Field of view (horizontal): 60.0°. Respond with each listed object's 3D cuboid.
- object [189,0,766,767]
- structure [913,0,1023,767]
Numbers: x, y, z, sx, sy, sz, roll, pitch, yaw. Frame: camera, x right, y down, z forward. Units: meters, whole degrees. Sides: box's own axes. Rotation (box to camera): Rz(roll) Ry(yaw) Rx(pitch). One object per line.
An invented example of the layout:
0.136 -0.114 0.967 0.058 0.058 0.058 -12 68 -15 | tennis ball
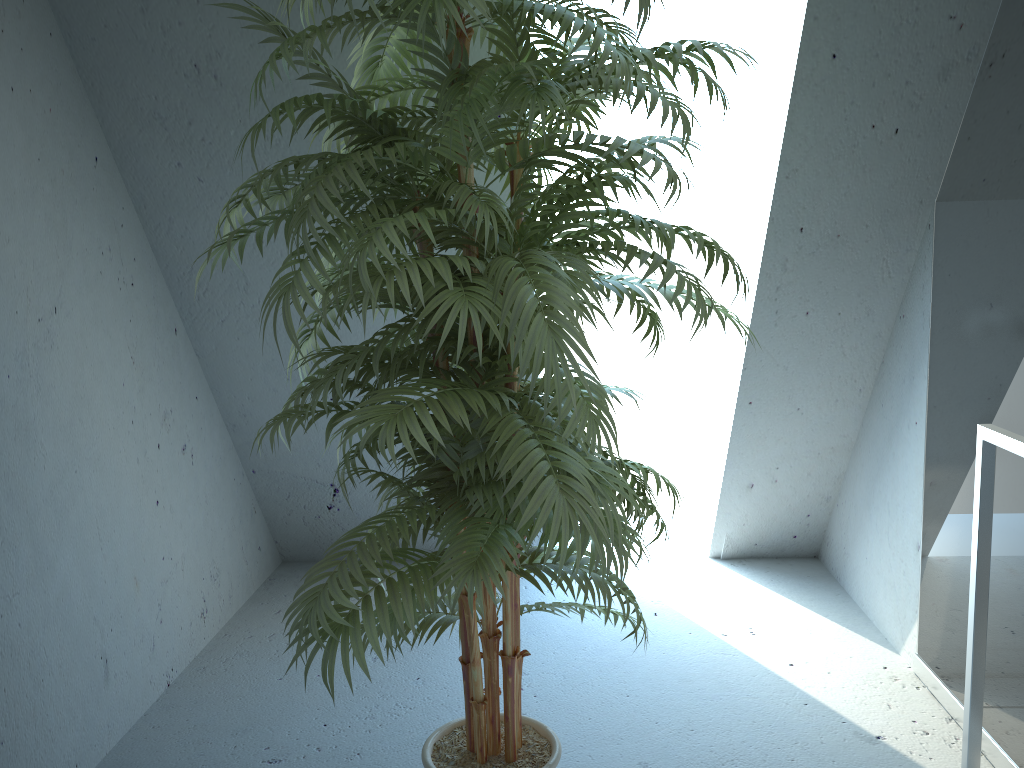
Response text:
-0.060 -0.013 1.713 0.980 2.034 1.020 -8 10 -38 | object
1.535 -0.071 1.541 1.184 2.114 1.835 -1 8 3 | structure
